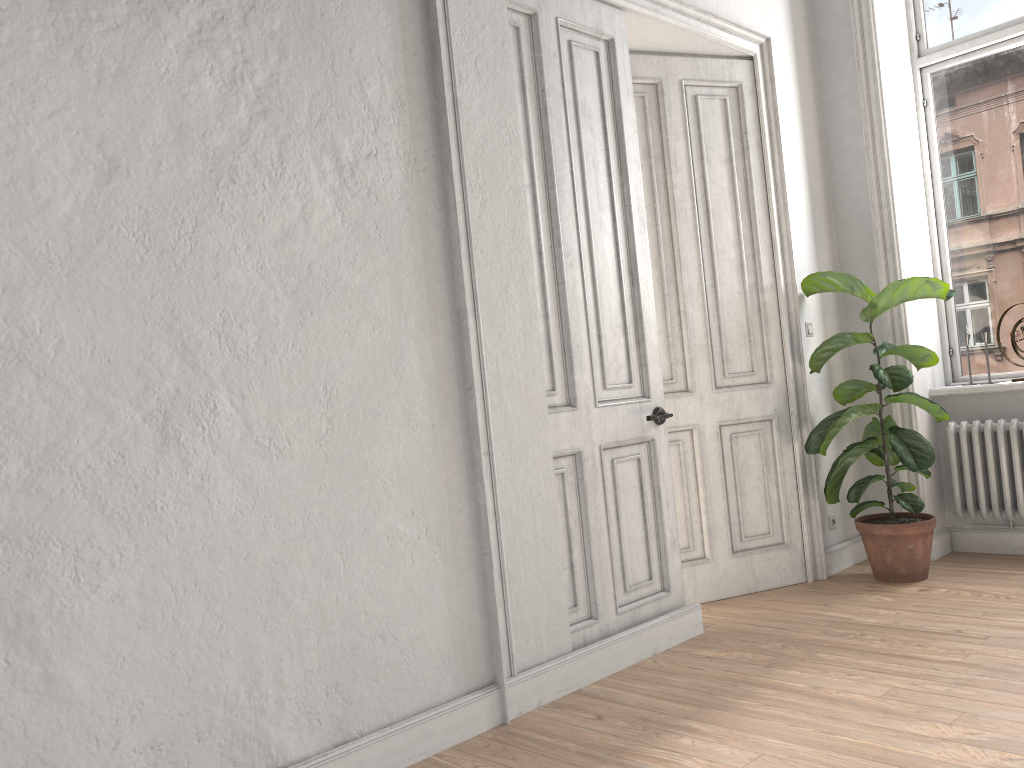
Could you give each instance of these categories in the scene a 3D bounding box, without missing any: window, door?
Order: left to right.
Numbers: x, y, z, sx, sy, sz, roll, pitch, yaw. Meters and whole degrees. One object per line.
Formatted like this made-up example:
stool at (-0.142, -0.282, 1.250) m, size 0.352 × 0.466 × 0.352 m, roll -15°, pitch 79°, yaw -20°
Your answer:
door at (0.239, -0.247, 3.626) m, size 1.096 × 2.814 × 0.216 m, roll -5°, pitch -1°, yaw -43°
door at (0.954, -0.303, 4.556) m, size 1.096 × 2.814 × 0.216 m, roll -6°, pitch -1°, yaw -19°
window at (3.085, -1.523, 4.686) m, size 0.013 × 2.843 × 1.623 m, roll -5°, pitch -1°, yaw -44°

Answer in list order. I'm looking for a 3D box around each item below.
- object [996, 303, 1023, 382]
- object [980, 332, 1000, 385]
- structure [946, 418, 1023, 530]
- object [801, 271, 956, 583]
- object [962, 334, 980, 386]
object at (2.795, -0.228, 4.832) m, size 0.087 × 0.425 × 0.347 m, roll -6°, pitch -1°, yaw -12°
object at (2.656, -0.144, 4.953) m, size 0.095 × 0.289 × 0.095 m, roll -6°, pitch -1°, yaw -22°
structure at (4.050, -1.471, 3.119) m, size 0.340 × 4.473 × 5.184 m, roll -5°, pitch -1°, yaw -44°
object at (3.511, -0.104, 2.633) m, size 0.791 × 1.842 × 5.830 m, roll -5°, pitch -1°, yaw -39°
object at (2.615, -0.138, 5.078) m, size 0.095 × 0.289 × 0.095 m, roll -6°, pitch -1°, yaw -13°
